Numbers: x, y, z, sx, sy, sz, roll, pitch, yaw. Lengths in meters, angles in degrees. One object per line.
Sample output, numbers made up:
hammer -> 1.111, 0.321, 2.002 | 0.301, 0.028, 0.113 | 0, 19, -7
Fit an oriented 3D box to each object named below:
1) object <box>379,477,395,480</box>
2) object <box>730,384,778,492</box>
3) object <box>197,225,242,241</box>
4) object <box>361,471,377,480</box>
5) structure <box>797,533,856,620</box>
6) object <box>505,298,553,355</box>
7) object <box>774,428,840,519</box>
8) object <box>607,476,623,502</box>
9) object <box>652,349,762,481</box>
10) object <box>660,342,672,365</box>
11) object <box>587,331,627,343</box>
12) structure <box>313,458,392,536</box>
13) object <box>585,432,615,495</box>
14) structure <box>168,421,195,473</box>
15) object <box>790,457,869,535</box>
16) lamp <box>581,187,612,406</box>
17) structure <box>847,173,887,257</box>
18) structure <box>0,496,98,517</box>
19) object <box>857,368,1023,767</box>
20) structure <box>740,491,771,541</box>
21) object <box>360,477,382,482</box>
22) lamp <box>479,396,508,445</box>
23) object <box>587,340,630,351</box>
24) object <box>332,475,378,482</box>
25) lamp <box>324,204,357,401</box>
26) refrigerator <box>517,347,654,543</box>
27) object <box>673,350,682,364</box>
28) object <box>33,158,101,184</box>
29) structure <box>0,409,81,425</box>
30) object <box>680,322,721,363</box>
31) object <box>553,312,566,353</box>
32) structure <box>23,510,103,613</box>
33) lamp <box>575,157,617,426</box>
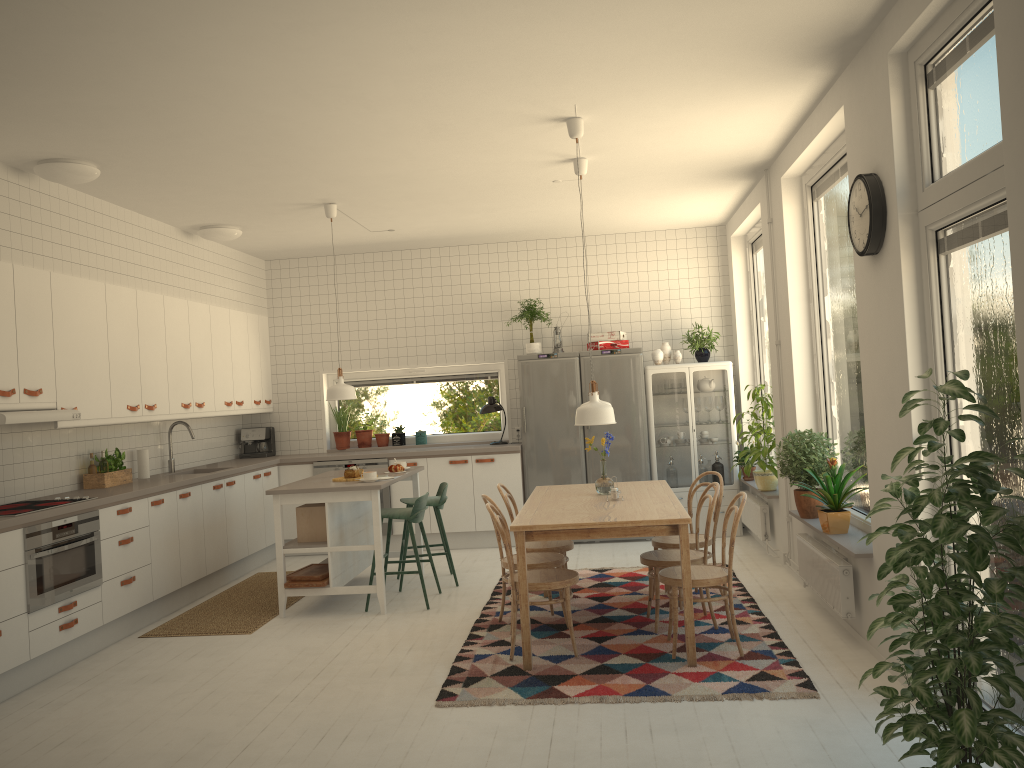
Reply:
object -> -0.919, 0.672, 6.309 | 0.167, 0.005, 0.167 | -3, -1, 1
object -> 1.943, 0.423, 6.956 | 0.485, 0.841, 0.615 | -3, -1, -15
object -> -2.383, -1.219, 7.236 | 0.351, 0.101, 0.351 | -3, -1, -42
object -> -0.987, 0.639, 6.150 | 0.098, 0.064, 0.094 | -3, -1, -36
structure -> 1.820, 1.085, 5.117 | 0.113, 0.279, 1.029 | -3, -1, 6
object -> 0.191, -0.545, 8.309 | 0.474, 0.545, 0.468 | -4, -1, 19
object -> 1.846, 0.557, 5.565 | 0.383, 0.561, 0.395 | -3, -1, 4
object -> 0.602, 0.611, 5.210 | 0.095, 0.138, 0.155 | -3, -1, 6
object -> 1.728, 0.262, 7.909 | 0.943, 1.208, 0.261 | -4, -1, 22
object -> 1.426, -0.280, 8.215 | 0.102, 0.206, 0.102 | -3, -1, -10
object -> 0.895, -0.438, 8.327 | 0.312, 0.082, 0.308 | -4, -1, 18
structure -> -1.451, 1.066, 8.559 | 0.705, 0.710, 0.704 | -3, -1, 6
object -> 0.569, 0.490, 5.510 | 0.145, 0.389, 0.206 | -3, -1, -32
structure -> -2.716, 0.513, 7.278 | 0.236, 0.421, 0.063 | -4, -1, 13
object -> 1.779, 0.624, 4.956 | 0.417, 0.425, 0.487 | -4, -1, 13
lamp -> 0.495, -0.573, 5.705 | 0.229, 1.596, 0.229 | -3, -1, -39
structure -> 1.605, -0.767, 4.028 | 0.074, 0.371, 0.371 | -3, -1, 6
structure -> -2.802, 0.714, 5.031 | 0.504, 0.057, 0.763 | -3, -1, 6
object -> 1.267, 0.662, 2.494 | 0.514, 1.424, 0.568 | -3, -1, -41
structure -> 2.056, 1.091, 7.441 | 0.113, 0.276, 1.016 | -3, -1, 6
object -> -0.983, 0.667, 6.151 | 0.160, 0.020, 0.160 | -3, -1, -29
lamp -> -0.186, 0.350, 8.532 | 0.239, 0.465, 0.262 | -4, -1, 35
object -> 0.902, -0.356, 8.322 | 0.309, 0.082, 0.312 | -3, -1, -14
object -> -1.132, 0.679, 6.402 | 0.237, 0.019, 0.306 | -4, -1, 22
lamp -> -1.307, -0.625, 6.581 | 0.229, 1.491, 0.229 | -4, -1, 6
refrigerator -> 0.691, 0.589, 8.340 | 1.146, 1.778, 0.559 | -3, -1, 6
object -> 1.520, -0.246, 8.141 | 0.082, 0.126, 0.082 | -3, -1, -22
object -> -2.592, -1.226, 5.172 | 0.351, 0.101, 0.351 | -3, -1, -42
structure -> -2.877, 0.193, 5.056 | 0.482, 0.073, 0.681 | -3, -1, 6
object -> 1.751, -0.387, 8.237 | 0.371, 0.385, 0.373 | -4, -1, 24
object -> 0.444, -0.479, 8.288 | 0.163, 0.383, 0.154 | -4, -1, 29
structure -> -2.834, 1.001, 5.039 | 0.704, 0.447, 0.682 | -3, -1, 6
lamp -> 0.408, -0.576, 4.851 | 0.229, 1.596, 0.229 | -4, -1, 40
